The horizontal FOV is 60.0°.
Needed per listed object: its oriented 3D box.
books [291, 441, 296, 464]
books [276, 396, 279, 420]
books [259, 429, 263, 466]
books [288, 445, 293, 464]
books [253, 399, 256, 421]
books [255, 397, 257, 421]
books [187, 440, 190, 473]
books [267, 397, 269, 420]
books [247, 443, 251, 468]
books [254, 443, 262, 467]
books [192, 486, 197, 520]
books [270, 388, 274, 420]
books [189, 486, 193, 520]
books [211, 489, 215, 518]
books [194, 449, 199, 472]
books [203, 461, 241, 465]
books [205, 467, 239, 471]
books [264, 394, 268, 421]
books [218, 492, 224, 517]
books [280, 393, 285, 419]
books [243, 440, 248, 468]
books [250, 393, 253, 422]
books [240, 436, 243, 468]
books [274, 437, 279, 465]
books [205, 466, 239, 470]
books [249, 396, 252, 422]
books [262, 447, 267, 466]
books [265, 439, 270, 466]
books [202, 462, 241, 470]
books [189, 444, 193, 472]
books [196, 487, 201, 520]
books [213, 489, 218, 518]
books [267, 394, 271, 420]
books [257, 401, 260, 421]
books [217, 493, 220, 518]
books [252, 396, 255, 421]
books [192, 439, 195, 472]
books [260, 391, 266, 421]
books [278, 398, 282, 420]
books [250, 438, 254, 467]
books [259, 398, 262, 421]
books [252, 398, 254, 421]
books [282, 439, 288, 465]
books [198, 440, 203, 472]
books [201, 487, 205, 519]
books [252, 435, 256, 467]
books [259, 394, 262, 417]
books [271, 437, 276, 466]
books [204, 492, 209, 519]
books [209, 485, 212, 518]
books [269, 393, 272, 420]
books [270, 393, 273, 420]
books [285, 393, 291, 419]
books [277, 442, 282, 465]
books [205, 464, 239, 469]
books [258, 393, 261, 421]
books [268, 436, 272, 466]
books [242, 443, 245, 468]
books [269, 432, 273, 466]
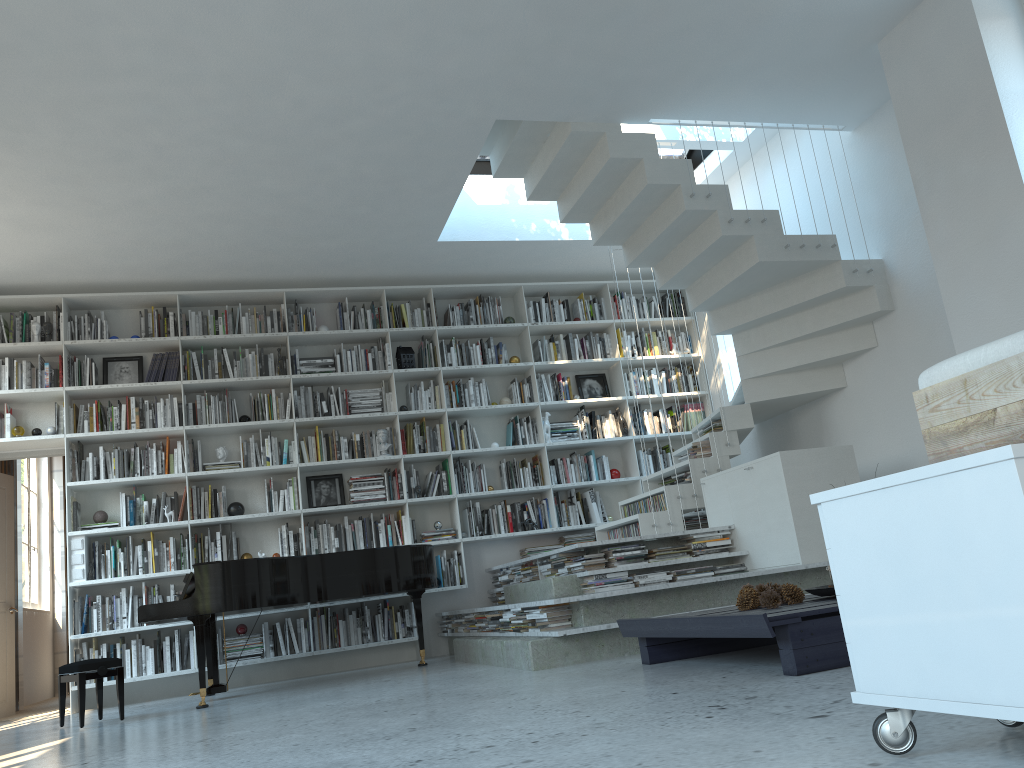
[{"bbox_3d":[-1.796,0.589,7.297,0.026,0.216,0.127,-4,-14,-18],"label":"books"},{"bbox_3d":[-1.941,0.233,7.344,0.011,0.229,0.166,-4,-14,-18],"label":"books"},{"bbox_3d":[-2.040,0.546,7.222,0.010,0.328,0.174,-4,-14,-18],"label":"books"},{"bbox_3d":[-1.818,0.607,7.283,0.027,0.180,0.142,-4,-14,-18],"label":"books"},{"bbox_3d":[-2.114,0.249,7.290,0.013,0.215,0.150,-4,-14,-18],"label":"books"},{"bbox_3d":[-2.099,0.232,7.271,0.005,0.235,0.179,-4,-14,-17],"label":"books"},{"bbox_3d":[-2.572,0.603,7.061,0.012,0.284,0.160,-4,-14,-18],"label":"books"},{"bbox_3d":[-2.019,0.235,7.330,0.011,0.235,0.131,-4,-14,-18],"label":"books"},{"bbox_3d":[-2.133,0.606,7.199,0.024,0.226,0.138,-4,-14,-18],"label":"books"},{"bbox_3d":[-2.063,0.601,7.210,0.048,0.224,0.150,-4,-14,-18],"label":"books"},{"bbox_3d":[-2.492,0.953,6.979,0.025,0.284,0.146,-4,-14,-18],"label":"books"},{"bbox_3d":[-1.985,0.196,7.333,0.006,0.303,0.166,-4,-14,-17],"label":"books"},{"bbox_3d":[-2.523,0.957,6.979,0.012,0.284,0.160,-4,-14,-18],"label":"books"},{"bbox_3d":[-2.363,0.965,7.015,0.014,0.243,0.153,-4,-14,-18],"label":"books"},{"bbox_3d":[-2.513,0.636,7.070,0.034,0.209,0.136,-4,-14,-18],"label":"books"},{"bbox_3d":[-2.327,0.647,7.111,0.285,0.012,0.160,-2,-15,-21],"label":"books"},{"bbox_3d":[-2.321,0.694,7.101,0.254,0.012,0.161,-2,-15,-21],"label":"books"},{"bbox_3d":[-2.020,0.223,7.294,0.013,0.243,0.189,-4,-14,-18],"label":"books"},{"bbox_3d":[-2.302,0.973,7.023,0.028,0.215,0.175,-4,-14,-18],"label":"books"},{"bbox_3d":[-1.902,0.215,7.351,0.022,0.256,0.155,-4,-14,-18],"label":"books"},{"bbox_3d":[-2.152,0.591,7.166,0.030,0.246,0.174,-4,-14,-18],"label":"books"},{"bbox_3d":[-2.142,0.224,7.300,0.012,0.275,0.129,-4,-14,-18],"label":"books"},{"bbox_3d":[-2.186,0.576,7.166,0.012,0.284,0.160,-4,-14,-18],"label":"books"},{"bbox_3d":[-1.930,0.579,7.263,0.022,0.255,0.152,-4,-14,-18],"label":"books"},{"bbox_3d":[-2.322,0.682,7.101,0.254,0.012,0.161,-2,-15,-22],"label":"books"},{"bbox_3d":[-2.146,0.233,7.288,0.005,0.253,0.161,-4,-14,-17],"label":"books"},{"bbox_3d":[-2.018,0.617,7.225,0.025,0.189,0.140,-4,-14,-18],"label":"books"},{"bbox_3d":[-1.991,0.582,7.222,0.028,0.246,0.170,-4,-14,-18],"label":"books"},{"bbox_3d":[-2.327,0.660,7.113,0.285,0.012,0.160,-4,-14,-16],"label":"books"},{"bbox_3d":[-2.552,0.614,7.057,0.024,0.256,0.134,-4,-14,-18],"label":"books"},{"bbox_3d":[-2.469,0.957,6.990,0.026,0.274,0.155,-4,-14,-18],"label":"books"},{"bbox_3d":[-2.348,0.966,7.037,0.028,0.247,0.143,-4,-14,-18],"label":"books"},{"bbox_3d":[-2.004,0.223,7.325,0.017,0.252,0.140,-4,-14,-18],"label":"books"},{"bbox_3d":[-2.086,0.254,7.293,0.011,0.199,0.163,-4,-14,-18],"label":"books"},{"bbox_3d":[-2.321,0.979,7.020,0.011,0.207,0.180,-4,-14,-18],"label":"books"},{"bbox_3d":[-2.119,0.233,7.274,0.005,0.240,0.174,-4,-14,-17],"label":"books"},{"bbox_3d":[-2.543,0.598,7.083,0.011,0.297,0.136,-4,-14,-18],"label":"books"},{"bbox_3d":[-2.054,0.212,7.324,0.033,0.287,0.155,-4,-14,-18],"label":"books"},{"bbox_3d":[-1.924,0.238,7.348,0.024,0.215,0.142,-4,-14,-18],"label":"books"},{"bbox_3d":[-2.110,0.582,7.196,0.022,0.266,0.151,-4,-14,-18],"label":"books"},{"bbox_3d":[-2.064,0.239,7.278,0.006,0.216,0.181,-4,-14,-17],"label":"books"},{"bbox_3d":[-2.130,0.241,7.295,0.005,0.238,0.146,-4,-14,-17],"label":"books"},{"bbox_3d":[-1.858,0.583,7.258,0.060,0.227,0.179,-4,-14,-18],"label":"books"},{"bbox_3d":[-2.489,0.600,7.081,0.021,0.277,0.137,-4,-14,-18],"label":"books"},{"bbox_3d":[-2.437,0.959,6.992,0.036,0.262,0.167,-4,-14,-18],"label":"books"},{"bbox_3d":[-2.091,0.569,7.192,0.012,0.285,0.168,-4,-14,-18],"label":"books"},{"bbox_3d":[-2.068,0.216,7.307,0.005,0.274,0.157,-4,-14,-17],"label":"books"},{"bbox_3d":[-1.946,0.573,7.238,0.023,0.259,0.171,-4,-14,-18],"label":"books"},{"bbox_3d":[-2.406,0.975,7.000,0.025,0.227,0.153,-4,-14,-18],"label":"books"},{"bbox_3d":[-2.379,0.946,6.993,0.026,0.273,0.190,-4,-14,-18],"label":"books"},{"bbox_3d":[-1.994,0.217,7.329,0.004,0.264,0.142,-4,-14,-17],"label":"books"},{"bbox_3d":[-1.987,0.221,7.323,0.006,0.252,0.181,-4,-14,-18],"label":"books"},{"bbox_3d":[-1.854,0.216,7.341,0.064,0.236,0.209,-4,-14,-18],"label":"books"},{"bbox_3d":[-1.905,0.596,7.266,0.026,0.218,0.150,-4,-14,-18],"label":"books"},{"bbox_3d":[-2.325,0.671,7.108,0.254,0.012,0.161,-3,-14,-20],"label":"books"},{"bbox_3d":[-2.084,0.224,7.311,0.009,0.266,0.150,-4,-14,-18],"label":"books"},{"bbox_3d":[-1.971,0.570,7.221,0.012,0.265,0.193,-4,-14,-18],"label":"books"},{"bbox_3d":[-2.175,0.604,7.176,0.010,0.231,0.155,-4,-14,-18],"label":"books"},{"bbox_3d":[-1.965,0.554,7.236,0.011,0.300,0.179,-4,-14,-18],"label":"books"}]
